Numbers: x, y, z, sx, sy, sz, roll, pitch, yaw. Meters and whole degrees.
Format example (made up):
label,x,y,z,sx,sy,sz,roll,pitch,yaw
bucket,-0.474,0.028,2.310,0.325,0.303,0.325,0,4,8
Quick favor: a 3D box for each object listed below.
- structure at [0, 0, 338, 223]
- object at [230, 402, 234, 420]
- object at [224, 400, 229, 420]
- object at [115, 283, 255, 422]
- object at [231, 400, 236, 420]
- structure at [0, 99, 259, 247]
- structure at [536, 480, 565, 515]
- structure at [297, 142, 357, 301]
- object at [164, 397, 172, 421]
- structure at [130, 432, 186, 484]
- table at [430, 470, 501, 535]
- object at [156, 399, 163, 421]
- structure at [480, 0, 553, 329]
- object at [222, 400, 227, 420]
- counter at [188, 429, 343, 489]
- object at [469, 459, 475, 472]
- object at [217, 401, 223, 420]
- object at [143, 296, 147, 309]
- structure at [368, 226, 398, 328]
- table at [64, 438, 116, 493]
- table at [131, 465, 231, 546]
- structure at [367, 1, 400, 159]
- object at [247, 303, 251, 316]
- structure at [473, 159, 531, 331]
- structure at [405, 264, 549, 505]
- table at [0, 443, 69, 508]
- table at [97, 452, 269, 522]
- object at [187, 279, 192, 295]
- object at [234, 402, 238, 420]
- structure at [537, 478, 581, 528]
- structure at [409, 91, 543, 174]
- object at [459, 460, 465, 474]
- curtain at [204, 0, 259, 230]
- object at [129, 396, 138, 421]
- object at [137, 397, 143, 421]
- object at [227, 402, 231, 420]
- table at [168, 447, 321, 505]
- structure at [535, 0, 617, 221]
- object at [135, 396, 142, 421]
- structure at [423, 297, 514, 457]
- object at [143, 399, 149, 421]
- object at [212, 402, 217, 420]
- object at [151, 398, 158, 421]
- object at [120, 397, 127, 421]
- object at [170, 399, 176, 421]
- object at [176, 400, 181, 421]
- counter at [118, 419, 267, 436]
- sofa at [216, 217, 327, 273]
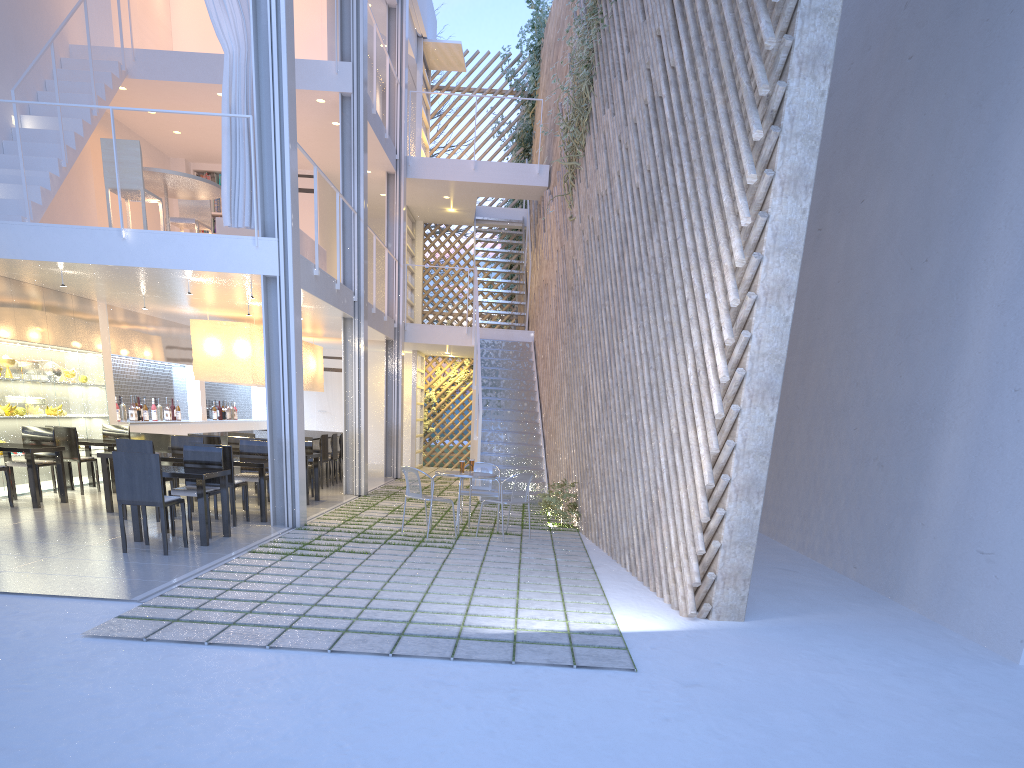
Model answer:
label,x,y,z,sx,sy,sz,roll,pitch,yaw
structure,-2.091,-0.997,3.962,1.732,3.554,3.401,4,8,1
object,-2.953,0.285,8.670,0.046,0.201,0.041,3,17,0
object,-2.971,0.272,8.548,0.046,0.218,0.042,4,17,2
object,-2.252,-0.129,5.349,1.674,0.878,1.732,3,2,-2
object,-2.960,0.278,8.727,0.045,0.218,0.044,18,22,40
structure,-1.957,-0.395,3.463,1.366,1.926,1.329,3,11,1
structure,0.307,0.811,5.819,0.265,0.280,0.245,5,9,8
structure,-1.100,-0.906,4.892,0.028,0.587,1.602,4,0,1
object,-2.990,0.219,7.142,0.046,0.218,0.042,4,17,2
structure,-2.725,0.561,6.250,0.556,0.399,0.011,3,18,0
table,-0.272,0.679,4.726,0.343,0.359,0.328,-3,11,-37
object,-3.009,0.221,7.024,0.044,0.201,0.043,-11,22,-40
structure,0.071,-1.668,9.837,1.119,4.862,3.036,3,12,-1
object,-2.970,0.268,8.466,0.046,0.219,0.041,3,17,0
counter,-2.015,0.644,7.429,0.815,0.397,2.376,4,-2,1
object,-0.233,0.471,4.754,0.030,0.083,0.030,-11,21,-42
object,-2.957,0.269,8.326,0.044,0.208,0.041,1,17,-8
object,-2.385,-0.528,5.337,0.029,0.085,0.026,6,16,11
structure,-1.063,-0.840,6.634,0.028,0.587,1.604,4,0,1
table,-2.792,0.554,5.588,0.359,0.357,0.327,4,9,1
table,-1.555,0.569,3.874,0.359,0.357,0.327,4,9,1
structure,-0.986,-2.255,6.183,0.028,0.587,1.604,4,0,1
object,-1.708,-0.485,5.338,0.029,0.085,0.026,6,16,11
structure,-0.112,-1.441,8.388,0.538,2.027,1.152,2,13,-5
structure,-0.342,-0.064,6.980,1.187,2.106,1.815,2,9,-6
table,-2.810,0.520,4.707,0.359,0.357,0.327,4,9,1
table,-1.815,0.583,4.709,0.916,0.357,0.327,4,9,0
object,-1.728,-0.521,4.401,0.029,0.085,0.026,6,16,11
object,-2.958,0.289,8.789,0.043,0.200,0.039,7,17,12
structure,0.315,0.754,5.196,0.296,0.348,0.292,1,10,-14
structure,-0.320,-2.176,7.130,1.140,0.614,0.024,3,18,0
object,-0.277,0.462,4.573,0.030,0.083,0.030,-11,21,-42
curtain,-1.417,-2.026,3.724,0.516,2.605,0.087,2,18,-3
object,-3.027,0.109,5.579,0.047,0.306,1.883,4,-2,2
object,-3.054,0.110,5.666,0.067,0.306,2.023,4,-2,2
object,-2.970,0.282,8.618,0.044,0.201,0.043,-12,22,-41
table,-1.796,0.617,5.590,0.916,0.357,0.327,4,9,0
structure,0.609,-2.211,4.906,0.744,2.925,2.173,1,11,-7
object,-3.026,0.110,5.623,0.106,0.306,1.957,4,-2,3
structure,-0.570,-0.004,9.584,1.145,2.151,0.263,3,17,0
object,-3.033,0.107,5.595,0.058,0.311,2.293,4,-2,2
object,-2.975,0.271,8.228,0.041,0.195,0.038,-6,19,-27
object,-3.004,0.216,6.905,0.044,0.200,0.039,4,17,2
object,-3.056,0.105,5.516,0.046,0.306,1.767,4,-1,3
object,-3.006,0.228,7.301,0.044,0.208,0.041,1,17,-8
object,-2.989,0.238,7.369,0.041,0.195,0.038,-6,19,-27
counter,-2.987,0.582,8.018,0.233,0.459,3.430,4,-2,1
sofa,-1.680,-0.862,5.862,0.500,0.392,0.927,4,1,1
